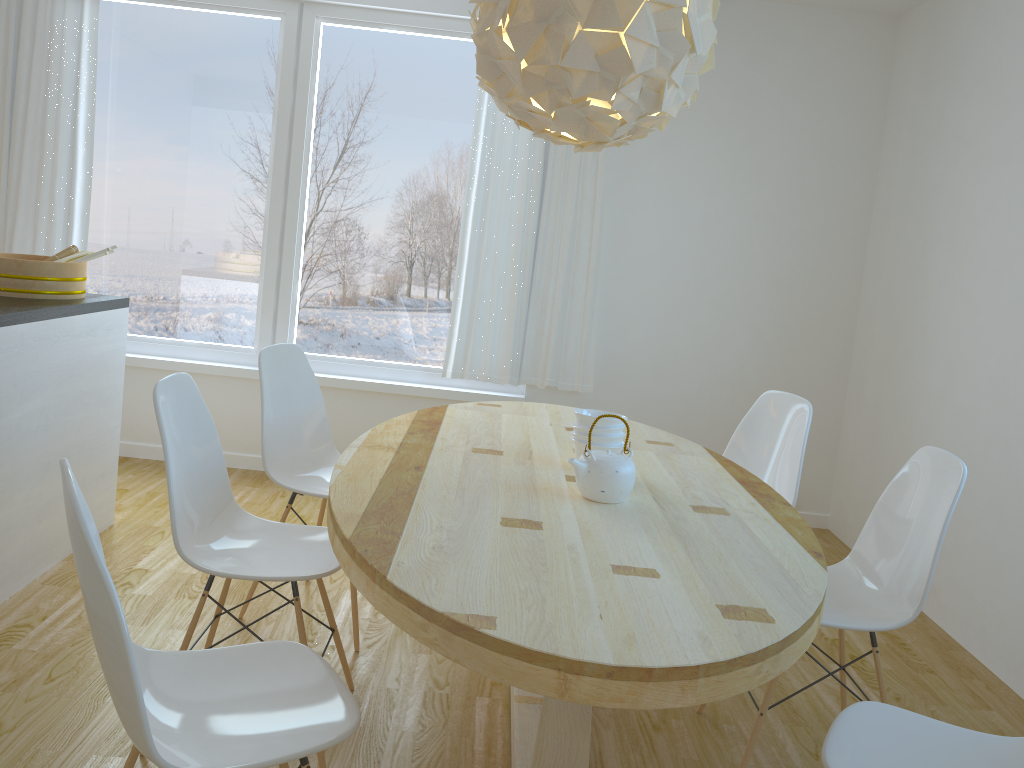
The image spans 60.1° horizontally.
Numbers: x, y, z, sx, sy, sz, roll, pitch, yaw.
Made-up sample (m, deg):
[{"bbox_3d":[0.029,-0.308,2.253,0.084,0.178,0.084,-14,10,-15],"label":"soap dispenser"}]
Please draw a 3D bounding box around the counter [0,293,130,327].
[{"bbox_3d":[-1.849,-0.181,2.409,0.600,0.040,2.418,6,9,-1],"label":"counter"}]

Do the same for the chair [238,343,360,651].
[{"bbox_3d":[-0.614,0.341,3.034,0.524,0.896,0.431,8,6,19],"label":"chair"}]

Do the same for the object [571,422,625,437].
[{"bbox_3d":[0.237,0.150,2.471,0.151,0.095,0.152,8,8,15],"label":"object"}]

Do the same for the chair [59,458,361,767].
[{"bbox_3d":[-0.521,0.578,1.549,0.522,0.896,0.433,3,7,-31],"label":"chair"}]

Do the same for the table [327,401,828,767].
[{"bbox_3d":[0.102,0.600,2.415,1.193,0.720,2.206,6,8,-3],"label":"table"}]

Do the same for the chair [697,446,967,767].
[{"bbox_3d":[0.861,0.596,2.409,0.523,0.896,0.432,6,6,-1],"label":"chair"}]

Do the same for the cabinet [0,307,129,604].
[{"bbox_3d":[-1.900,0.286,2.451,0.600,0.904,2.418,6,8,-1],"label":"cabinet"}]

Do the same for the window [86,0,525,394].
[{"bbox_3d":[-1.187,-1.037,4.691,2.726,1.907,0.089,6,5,-1],"label":"window"}]

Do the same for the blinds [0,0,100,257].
[{"bbox_3d":[-2.508,-1.328,4.458,0.795,2.147,0.151,6,5,-1],"label":"blinds"}]

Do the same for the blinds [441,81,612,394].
[{"bbox_3d":[0.142,-1.049,4.504,0.795,2.147,0.151,6,5,-1],"label":"blinds"}]

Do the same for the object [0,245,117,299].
[{"bbox_3d":[-1.804,-0.450,3.371,0.380,0.213,0.431,10,9,27],"label":"object"}]

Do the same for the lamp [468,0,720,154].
[{"bbox_3d":[0.234,-1.155,2.268,0.647,1.128,0.643,6,6,-2],"label":"lamp"}]

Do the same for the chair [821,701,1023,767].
[{"bbox_3d":[0.801,0.718,1.562,0.525,0.896,0.431,9,7,29],"label":"chair"}]

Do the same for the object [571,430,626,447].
[{"bbox_3d":[0.237,0.175,2.472,0.152,0.092,0.152,12,10,38],"label":"object"}]

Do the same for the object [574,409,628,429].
[{"bbox_3d":[0.243,0.123,2.469,0.152,0.086,0.152,10,9,27],"label":"object"}]

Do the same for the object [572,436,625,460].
[{"bbox_3d":[0.237,0.198,2.472,0.153,0.082,0.152,12,10,38],"label":"object"}]

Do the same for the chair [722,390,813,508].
[{"bbox_3d":[0.734,0.468,3.157,0.522,0.896,0.433,3,6,-26],"label":"chair"}]

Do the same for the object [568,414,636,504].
[{"bbox_3d":[0.220,0.176,2.178,0.177,0.210,0.148,6,6,-2],"label":"object"}]
